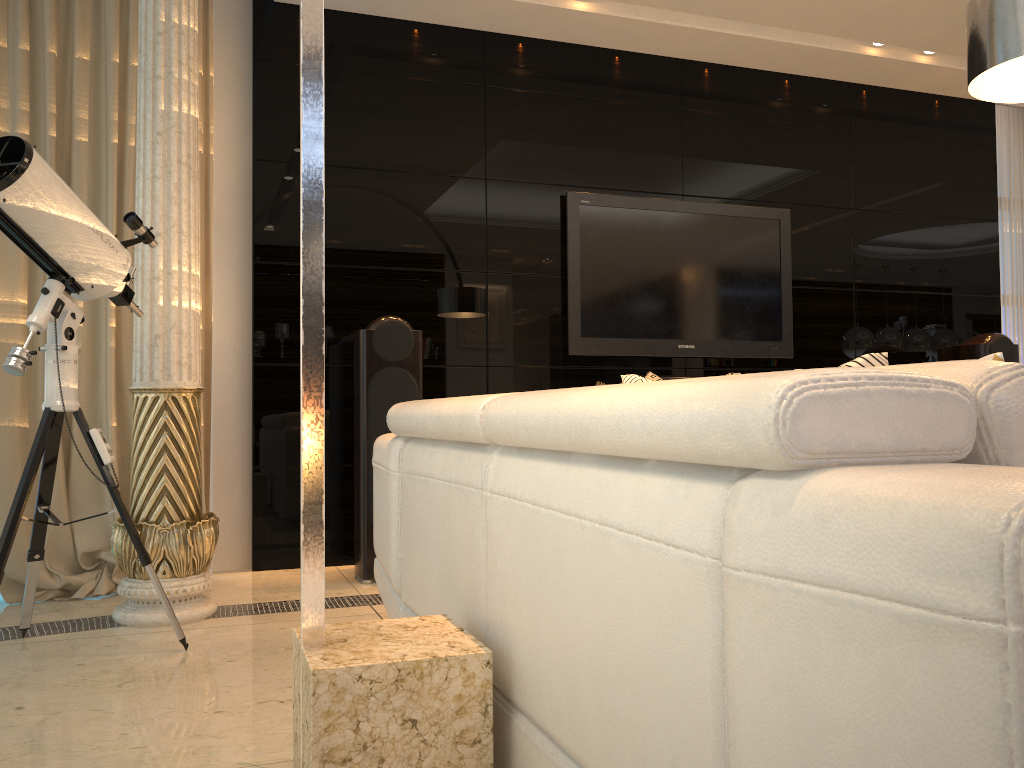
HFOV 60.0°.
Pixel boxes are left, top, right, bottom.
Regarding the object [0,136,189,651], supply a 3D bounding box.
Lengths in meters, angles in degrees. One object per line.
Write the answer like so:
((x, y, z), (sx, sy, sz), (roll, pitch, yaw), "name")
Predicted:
((-1.250, 0.063, 2.607), (0.570, 1.471, 0.616), (0, -2, -13), "object")

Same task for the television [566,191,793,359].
((0.915, -0.562, 4.757), (1.358, 0.839, 0.055), (0, -2, -19), "television")

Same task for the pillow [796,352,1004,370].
((0.599, 0.157, 1.311), (0.222, 0.380, 0.463), (0, -2, -15), "pillow")

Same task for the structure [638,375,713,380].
((0.943, 0.045, 4.708), (0.745, 0.179, 0.107), (0, -2, -19), "structure")

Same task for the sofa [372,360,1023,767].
((0.479, 0.379, 1.826), (1.145, 0.754, 2.328), (0, -2, -19), "sofa")

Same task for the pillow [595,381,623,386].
((0.297, 0.190, 2.390), (0.301, 0.436, 0.575), (-1, -2, 12), "pillow")

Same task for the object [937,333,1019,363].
((2.616, 0.284, 5.045), (0.285, 1.127, 0.468), (0, -2, -19), "object")

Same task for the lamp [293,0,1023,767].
((0.576, -0.503, 1.895), (2.009, 2.519, 0.393), (0, -2, -19), "lamp")

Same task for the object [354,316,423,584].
((-0.570, 0.275, 3.935), (0.285, 1.127, 0.468), (0, -2, -19), "object")

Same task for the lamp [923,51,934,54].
((2.300, -1.882, 4.863), (0.107, 0.127, 0.107), (-1, -2, 0), "lamp")

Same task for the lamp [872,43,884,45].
((1.972, -1.883, 4.748), (0.107, 0.127, 0.107), (1, -3, -38), "lamp")

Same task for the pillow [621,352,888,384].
((0.441, 0.170, 1.678), (0.288, 0.429, 0.587), (1, -3, -44), "pillow")

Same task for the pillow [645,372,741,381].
((0.406, 0.176, 2.003), (0.301, 0.436, 0.575), (0, -2, -13), "pillow")
